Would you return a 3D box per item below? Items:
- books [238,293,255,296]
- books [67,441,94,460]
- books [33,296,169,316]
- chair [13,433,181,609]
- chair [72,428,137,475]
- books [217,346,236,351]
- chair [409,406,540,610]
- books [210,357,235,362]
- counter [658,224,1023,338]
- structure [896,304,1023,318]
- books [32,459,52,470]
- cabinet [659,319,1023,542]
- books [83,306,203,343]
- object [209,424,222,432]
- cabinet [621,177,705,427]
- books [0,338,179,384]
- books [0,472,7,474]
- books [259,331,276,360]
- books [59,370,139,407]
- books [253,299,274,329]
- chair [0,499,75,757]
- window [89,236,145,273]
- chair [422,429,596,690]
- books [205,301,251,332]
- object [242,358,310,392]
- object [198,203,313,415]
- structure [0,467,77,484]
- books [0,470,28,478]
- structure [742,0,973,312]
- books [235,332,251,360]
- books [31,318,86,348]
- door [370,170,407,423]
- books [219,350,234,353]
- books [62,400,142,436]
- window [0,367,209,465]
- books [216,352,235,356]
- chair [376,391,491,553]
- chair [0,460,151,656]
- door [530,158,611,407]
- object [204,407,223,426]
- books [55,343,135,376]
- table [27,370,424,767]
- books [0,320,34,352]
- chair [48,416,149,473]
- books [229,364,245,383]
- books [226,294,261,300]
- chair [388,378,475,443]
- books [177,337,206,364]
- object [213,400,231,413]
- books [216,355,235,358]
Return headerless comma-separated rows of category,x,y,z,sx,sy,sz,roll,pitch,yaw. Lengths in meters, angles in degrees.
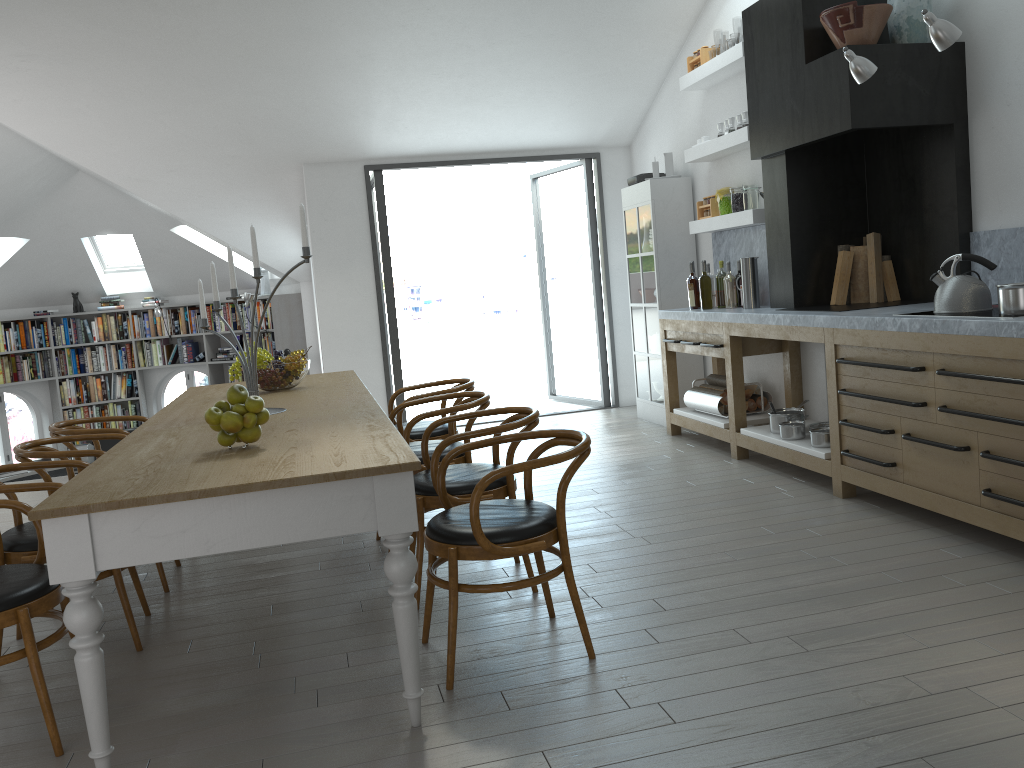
books,-3.411,-1.134,11.294,0.234,0.027,0.247,-10,9,-40
books,-5.257,0.791,11.499,1.020,0.306,0.288,-8,7,-28
books,-5.709,-0.930,10.877,2.821,0.173,0.748,-11,9,-42
chair,-1.953,0.608,4.178,0.622,0.733,0.528,-6,6,-13
chair,-4.259,0.888,9.643,0.824,0.718,0.742,-7,6,-18
books,-3.651,-0.465,11.512,0.270,0.031,0.286,-9,8,-33
chair,-0.160,0.497,3.792,0.621,0.733,0.528,-6,6,-10
books,-3.640,-0.339,11.523,0.388,0.042,0.367,-2,7,27
counter,2.319,-0.557,3.692,0.962,0.618,6.589,-6,7,-13
structure,2.217,-0.311,3.946,0.648,0.041,0.739,-6,7,-13
books,-5.875,1.000,11.034,0.318,0.099,0.292,-6,7,-11
cabinet,2.351,0.250,3.828,1.004,1.019,6.442,-6,7,-13
books,-4.742,-0.789,11.541,1.566,0.366,0.394,-6,6,-7
object,-0.993,0.127,3.009,0.070,0.072,0.071,0,8,42
cabinet,1.269,-0.683,7.447,0.361,1.985,0.643,-6,5,-13
books,-5.460,-0.287,11.186,2.533,0.370,0.591,-9,7,-32
books,-6.160,1.045,10.791,0.270,0.031,0.286,-10,8,-36
books,-2.797,-0.466,10.658,0.280,0.357,1.053,-8,7,-27
books,-5.320,0.047,11.439,0.999,0.351,0.297,-9,7,-29
books,-2.835,-0.848,10.636,0.293,0.361,1.015,-8,7,-30
chair,-1.703,0.751,2.750,0.621,0.733,0.528,-6,6,-10
window,-4.836,-1.731,10.651,4.058,0.711,1.936,-6,7,-13
chair,-0.004,0.565,3.087,0.622,0.733,0.528,-7,6,-16
books,-3.535,-0.870,11.334,0.969,0.366,0.307,-1,7,30
object,-1.268,-0.039,4.804,0.361,0.159,0.360,-9,7,-32
object,-1.123,-0.298,3.816,0.266,0.873,0.775,-9,7,-39
structure,-4.301,0.910,9.525,4.707,0.691,4.724,-1,8,32
books,-6.157,1.079,10.794,0.388,0.042,0.366,1,9,43
structure,1.976,-1.405,5.226,0.781,1.880,1.077,-6,5,-13
books,-3.266,-0.493,11.248,0.553,0.350,0.256,-1,7,33
books,-5.747,-0.649,11.183,0.684,0.345,0.265,-9,7,-36
door,-1.206,-0.780,8.460,0.080,2.341,1.053,-6,5,-13
books,-3.649,-0.433,11.515,0.226,0.036,0.214,0,8,37
books,-5.275,0.429,11.480,1.033,0.356,0.293,-8,6,-28
window,-5.341,0.420,11.550,3.236,1.148,0.618,-8,6,-27
books,-3.646,-0.402,11.517,0.285,0.031,0.270,0,8,37
chair,-0.385,0.437,4.486,0.622,0.733,0.528,-7,6,-16
chair,-1.802,0.677,3.467,0.622,0.733,0.528,-7,6,-18
door,0.567,-0.977,8.841,0.080,2.341,1.052,-8,6,-28
object,-0.983,0.107,2.927,0.062,0.063,0.063,0,7,39
books,-5.372,-0.331,11.444,1.030,0.358,0.301,-8,6,-27
table,-1.100,0.514,4.047,1.019,0.797,3.356,-6,7,-13
books,-6.179,-0.563,10.660,0.269,0.372,0.795,-2,7,31
chair,-2.159,0.546,4.875,0.621,0.733,0.528,-6,6,-9
books,-3.417,-0.108,11.354,0.973,0.351,0.252,-1,7,29
books,-3.409,-1.106,11.296,0.336,0.036,0.317,0,8,39
chair,-0.493,0.364,5.203,0.622,0.733,0.528,-6,6,-13
books,-4.131,-0.453,11.595,0.399,0.340,0.225,-4,5,7
object,-0.975,0.083,2.981,0.058,0.057,0.053,-5,6,2
books,-3.643,-0.372,11.520,0.285,0.031,0.270,-2,7,22
